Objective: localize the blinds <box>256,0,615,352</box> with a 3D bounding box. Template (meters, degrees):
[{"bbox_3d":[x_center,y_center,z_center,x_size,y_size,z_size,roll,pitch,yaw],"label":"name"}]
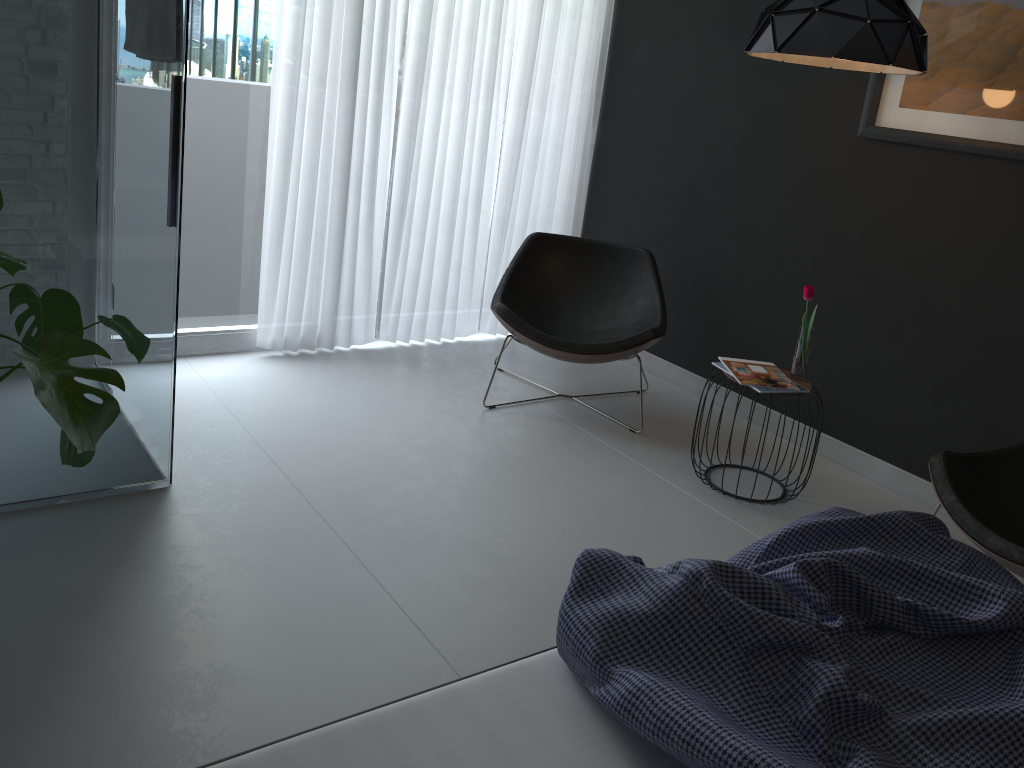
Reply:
[{"bbox_3d":[-0.261,-1.492,4.273,1.858,2.641,0.139,-4,19,-36],"label":"blinds"}]

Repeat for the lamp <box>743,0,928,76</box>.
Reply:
[{"bbox_3d":[1.140,-1.507,2.877,0.582,0.884,0.622,2,17,-18],"label":"lamp"}]

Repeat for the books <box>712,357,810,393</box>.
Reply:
[{"bbox_3d":[-1.277,0.969,0.093,0.409,0.364,8.338,18,21,30],"label":"books"}]

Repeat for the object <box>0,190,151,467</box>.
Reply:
[{"bbox_3d":[-1.241,0.091,1.849,0.850,1.026,1.014,2,18,-18],"label":"object"}]

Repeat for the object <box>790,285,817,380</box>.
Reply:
[{"bbox_3d":[1.083,-0.186,3.264,0.066,0.348,0.078,6,15,-5],"label":"object"}]

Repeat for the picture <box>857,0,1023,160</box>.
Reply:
[{"bbox_3d":[1.987,-0.997,2.696,0.041,0.707,1.988,-3,21,-35],"label":"picture"}]

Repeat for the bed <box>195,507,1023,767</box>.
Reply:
[{"bbox_3d":[0.314,0.186,0.674,2.616,2.000,2.609,-5,21,-35],"label":"bed"}]

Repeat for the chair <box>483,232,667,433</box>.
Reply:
[{"bbox_3d":[0.296,-0.266,3.998,0.790,0.676,0.832,9,17,5],"label":"chair"}]

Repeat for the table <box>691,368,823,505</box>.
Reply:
[{"bbox_3d":[0.920,0.180,3.335,0.455,0.426,0.456,17,20,29],"label":"table"}]

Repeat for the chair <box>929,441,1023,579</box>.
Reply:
[{"bbox_3d":[1.652,0.437,2.489,0.812,0.677,0.809,3,18,-15],"label":"chair"}]
